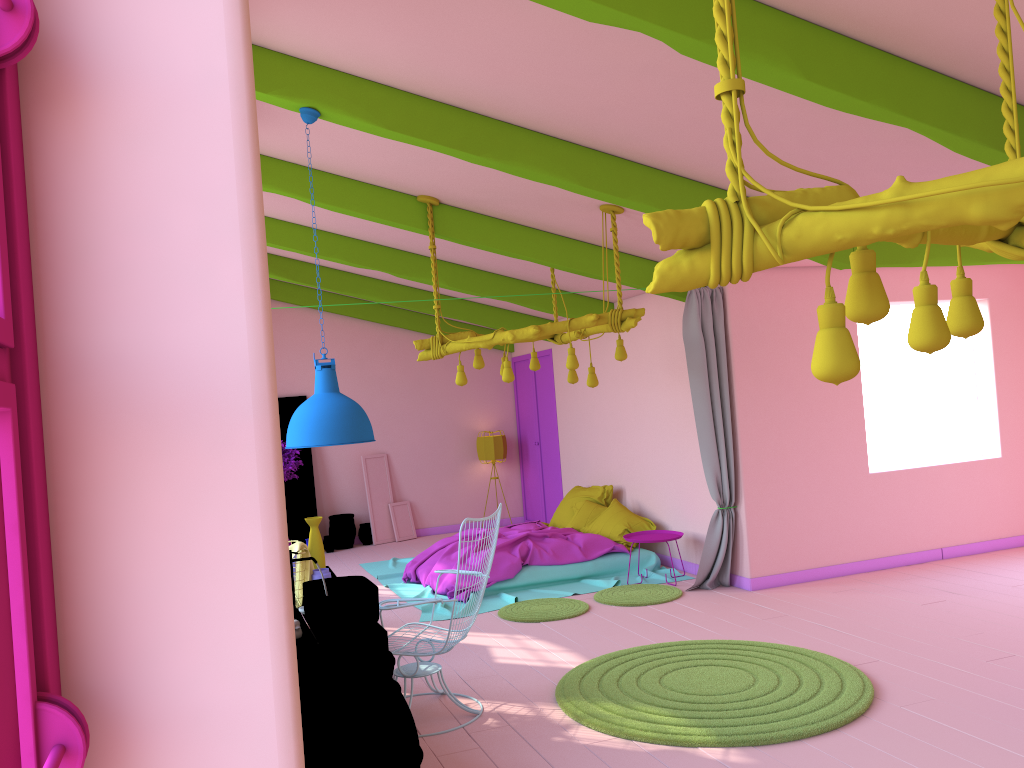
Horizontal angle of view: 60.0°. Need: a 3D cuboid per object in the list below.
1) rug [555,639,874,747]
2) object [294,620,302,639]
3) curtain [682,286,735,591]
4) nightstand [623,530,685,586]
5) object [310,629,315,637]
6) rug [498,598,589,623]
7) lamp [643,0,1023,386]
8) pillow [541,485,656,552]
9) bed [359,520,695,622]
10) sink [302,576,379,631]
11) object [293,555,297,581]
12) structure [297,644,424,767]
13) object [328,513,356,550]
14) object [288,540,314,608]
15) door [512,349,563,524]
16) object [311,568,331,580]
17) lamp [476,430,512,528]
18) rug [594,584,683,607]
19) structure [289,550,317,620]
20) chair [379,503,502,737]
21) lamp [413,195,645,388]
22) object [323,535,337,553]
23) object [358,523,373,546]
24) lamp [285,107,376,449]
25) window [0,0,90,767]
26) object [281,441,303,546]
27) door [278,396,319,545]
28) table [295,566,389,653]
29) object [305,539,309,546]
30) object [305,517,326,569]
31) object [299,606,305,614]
[{"bbox_3d":[1.221,1.865,5.507,1.888,0.050,1.890,-4,-2,-32],"label":"rug"},{"bbox_3d":[-1.050,1.172,4.249,0.088,0.088,0.086,-4,-1,-2],"label":"object"},{"bbox_3d":[1.823,0.507,8.234,0.518,2.785,0.525,-4,-1,-38],"label":"curtain"},{"bbox_3d":[1.414,1.718,8.768,0.596,0.458,0.596,-5,-1,18],"label":"nightstand"},{"bbox_3d":[1.243,1.002,1.488,2.826,1.580,7.868,-4,-1,-19],"label":"object"},{"bbox_3d":[0.278,2.003,7.869,0.792,0.021,0.793,-3,-2,-37],"label":"rug"},{"bbox_3d":[1.365,-1.087,1.837,1.610,2.264,1.776,-4,-1,-37],"label":"lamp"},{"bbox_3d":[0.850,1.617,10.484,0.848,0.822,2.618,-4,-1,-29],"label":"pillow"},{"bbox_3d":[-0.080,1.838,9.881,2.801,0.514,3.578,-4,-1,-19],"label":"bed"},{"bbox_3d":[-0.885,1.124,4.565,0.340,0.194,0.609,-4,-1,-19],"label":"sink"},{"bbox_3d":[-1.416,1.184,5.775,0.109,0.197,0.109,-5,-1,18],"label":"object"},{"bbox_3d":[-0.728,1.573,3.690,0.718,0.844,0.718,-5,-1,38],"label":"structure"},{"bbox_3d":[-2.402,2.093,12.572,0.386,0.471,0.386,-5,-1,23],"label":"object"},{"bbox_3d":[-1.343,1.090,5.121,0.444,0.369,0.633,-4,-1,-19],"label":"object"},{"bbox_3d":[0.378,0.843,12.947,0.108,2.590,1.678,-4,-1,-19],"label":"door"},{"bbox_3d":[-1.076,1.149,5.023,0.109,0.197,0.109,-4,-1,-27],"label":"object"},{"bbox_3d":[-0.242,1.430,13.282,0.491,1.466,0.476,-5,-1,11],"label":"lamp"},{"bbox_3d":[1.159,1.942,8.176,0.792,0.021,0.792,-5,-1,8],"label":"rug"},{"bbox_3d":[-1.059,1.036,4.481,0.166,0.396,0.087,-4,-1,-10],"label":"structure"},{"bbox_3d":[-0.526,1.403,5.405,0.925,1.238,1.078,-5,-1,16],"label":"chair"},{"bbox_3d":[0.239,-1.069,7.318,1.610,2.264,1.776,-4,-1,-37],"label":"lamp"},{"bbox_3d":[-2.530,2.220,12.290,0.199,0.234,0.199,-5,-1,38],"label":"object"},{"bbox_3d":[-2.087,2.160,12.757,0.260,0.306,0.260,-5,-1,13],"label":"object"},{"bbox_3d":[-1.148,-0.639,5.261,0.529,2.002,0.529,-5,-1,12],"label":"lamp"},{"bbox_3d":[-0.195,-0.346,0.064,0.551,3.009,1.514,-4,-1,-19],"label":"window"},{"bbox_3d":[-1.595,0.823,5.858,0.503,0.950,0.441,-5,-1,31],"label":"object"},{"bbox_3d":[-3.336,1.294,12.295,1.153,2.210,0.450,-4,-1,-19],"label":"door"},{"bbox_3d":[-1.219,1.654,5.116,0.655,0.820,2.193,-4,-1,-19],"label":"table"},{"bbox_3d":[-1.380,1.172,6.072,0.132,0.219,0.132,-4,-1,-2],"label":"object"},{"bbox_3d":[-1.303,1.081,5.892,0.116,0.383,0.116,-5,-1,45],"label":"object"},{"bbox_3d":[-1.159,1.124,4.717,0.165,0.250,0.410,-5,-1,16],"label":"object"}]
